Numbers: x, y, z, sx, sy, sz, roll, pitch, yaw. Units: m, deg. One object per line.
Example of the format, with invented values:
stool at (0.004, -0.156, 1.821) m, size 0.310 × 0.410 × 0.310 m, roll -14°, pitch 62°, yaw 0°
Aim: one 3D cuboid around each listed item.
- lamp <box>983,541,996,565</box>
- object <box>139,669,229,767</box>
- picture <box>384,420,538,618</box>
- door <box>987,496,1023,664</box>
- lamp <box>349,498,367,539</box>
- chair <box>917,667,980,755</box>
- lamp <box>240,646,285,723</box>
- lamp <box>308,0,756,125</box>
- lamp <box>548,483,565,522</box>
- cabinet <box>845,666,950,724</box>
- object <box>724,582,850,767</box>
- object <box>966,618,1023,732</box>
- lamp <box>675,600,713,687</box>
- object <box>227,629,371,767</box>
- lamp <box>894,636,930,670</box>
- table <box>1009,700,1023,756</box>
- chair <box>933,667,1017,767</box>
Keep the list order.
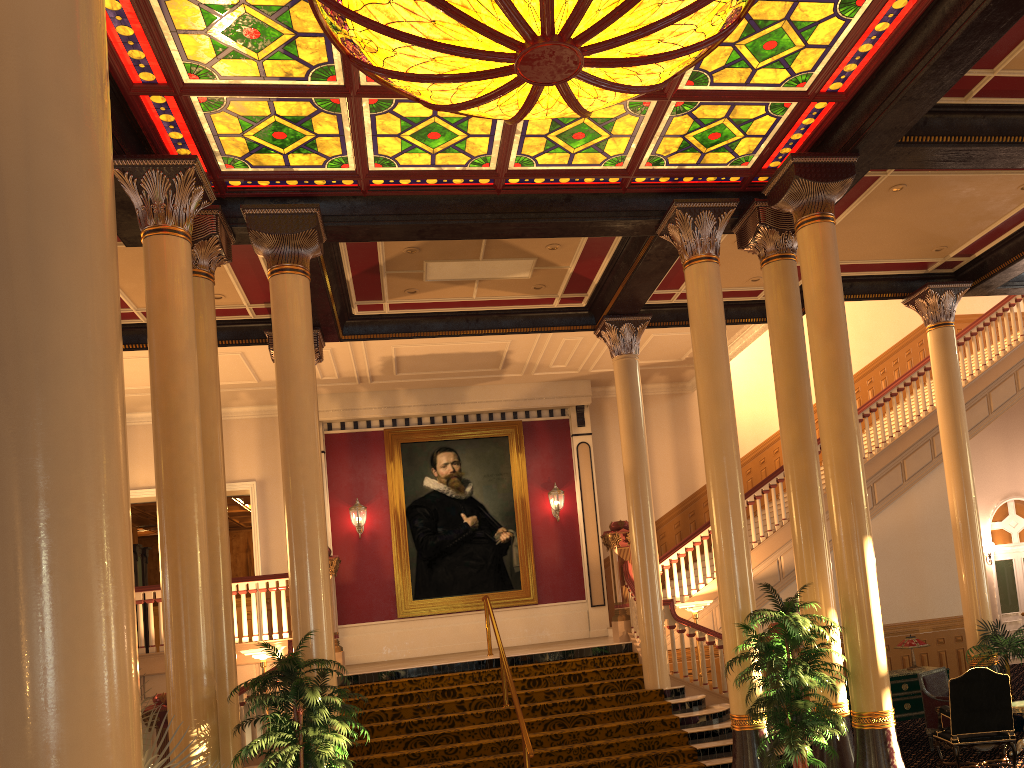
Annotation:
lamp at (9.812, 3.494, 17.933) m, size 0.271 × 0.490 × 0.374 m, roll -5°, pitch -9°, yaw -9°
object at (-1.503, 1.881, 2.898) m, size 2.081 × 2.239 × 1.854 m, roll -5°, pitch -9°, yaw -6°
picture at (-0.926, 2.427, 15.910) m, size 2.572 × 3.401 × 0.055 m, roll -4°, pitch -5°, yaw -11°
door at (10.771, 4.100, 18.330) m, size 1.489 × 3.426 × 0.202 m, roll -5°, pitch -5°, yaw -11°
lamp at (-2.718, 2.385, 15.420) m, size 0.321 × 0.719 × 0.398 m, roll -5°, pitch -7°, yaw -9°
chair at (5.227, 3.778, 10.109) m, size 0.709 × 0.906 × 0.633 m, roll 1°, pitch -11°, yaw -39°
lamp at (-3.093, 4.353, 10.999) m, size 0.596 × 1.982 × 0.573 m, roll -3°, pitch -6°, yaw -27°
lamp at (0.214, -2.343, 5.607) m, size 3.030 × 0.591 × 3.040 m, roll -3°, pitch -15°, yaw -11°
lamp at (0.826, 2.193, 16.113) m, size 0.321 × 0.719 × 0.398 m, roll -5°, pitch -7°, yaw -9°
cabinet at (4.835, 4.067, 10.930) m, size 1.267 × 0.854 × 0.555 m, roll -4°, pitch -8°, yaw -11°
object at (2.462, 2.785, 7.630) m, size 1.054 × 2.119 × 1.078 m, roll -11°, pitch -9°, yaw 39°
object at (6.202, 3.615, 10.860) m, size 0.972 × 1.414 × 1.177 m, roll -9°, pitch -9°, yaw 19°
lamp at (2.641, 4.045, 12.128) m, size 0.574 × 1.982 × 0.595 m, roll -7°, pitch -6°, yaw 8°
object at (-1.633, 3.004, 6.800) m, size 1.102 × 2.119 × 1.032 m, roll -3°, pitch -7°, yaw -21°
lamp at (5.108, 3.429, 11.085) m, size 0.323 × 0.413 × 0.321 m, roll -4°, pitch -9°, yaw -13°
table at (5.587, 3.737, 9.413) m, size 0.470 × 0.547 × 0.501 m, roll -11°, pitch -11°, yaw 30°
chair at (4.747, 3.405, 8.859) m, size 0.734 × 1.082 × 0.764 m, roll -7°, pitch -8°, yaw 5°
